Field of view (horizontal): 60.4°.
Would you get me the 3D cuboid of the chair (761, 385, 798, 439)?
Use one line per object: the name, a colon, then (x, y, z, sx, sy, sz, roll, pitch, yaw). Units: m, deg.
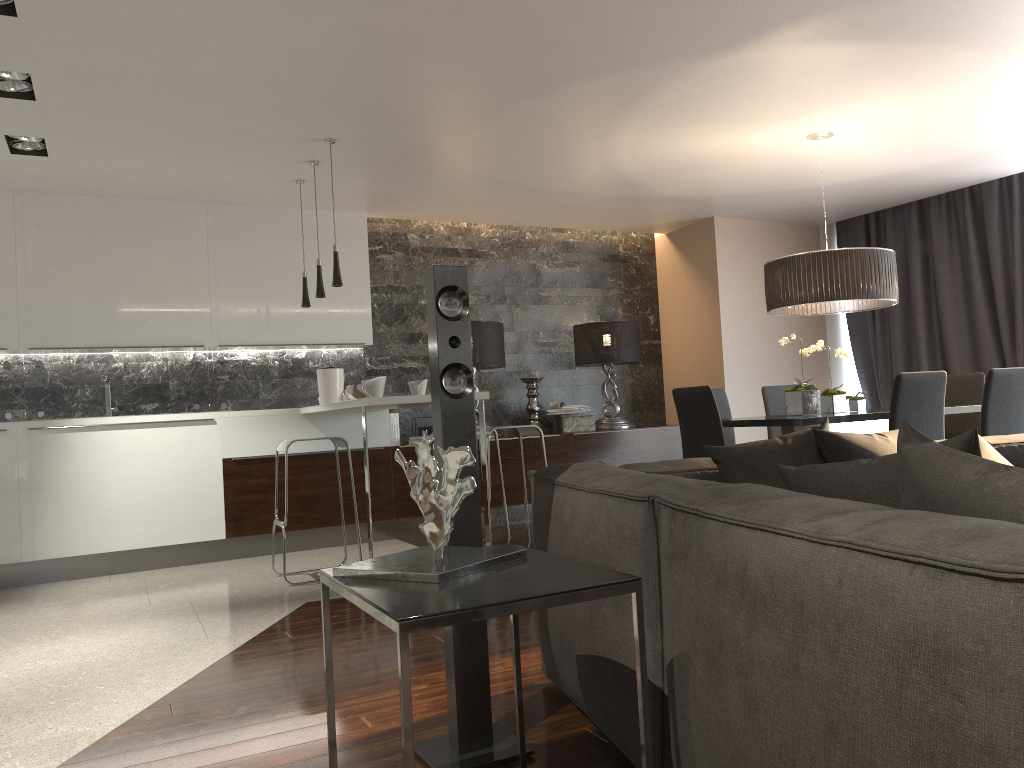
chair: (2.109, 0.478, 6.213, 0.447, 0.965, 0.546, -2, -2, -26)

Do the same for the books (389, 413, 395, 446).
books: (-0.932, 0.347, 6.694, 0.020, 0.244, 0.167, -2, -2, -25)

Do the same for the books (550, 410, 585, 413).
books: (0.484, 0.241, 7.630, 0.248, 0.011, 0.324, -4, -2, 11)

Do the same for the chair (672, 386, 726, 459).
chair: (1.277, 0.488, 5.054, 0.598, 0.965, 0.408, -2, -2, -27)

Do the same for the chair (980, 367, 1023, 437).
chair: (2.648, 0.406, 5.031, 0.447, 0.965, 0.546, -2, -2, -26)

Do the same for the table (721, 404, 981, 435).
table: (2.069, 0.557, 5.443, 1.676, 0.760, 0.993, -2, -2, -27)

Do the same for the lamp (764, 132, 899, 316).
lamp: (1.964, -1.020, 5.507, 0.809, 1.103, 0.799, -3, -2, -2)

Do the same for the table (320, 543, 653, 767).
table: (-0.074, 0.657, 1.741, 0.471, 0.563, 0.573, -2, -2, -26)

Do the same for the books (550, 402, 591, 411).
books: (0.505, 0.207, 7.684, 0.282, 0.109, 0.312, -3, -2, -16)

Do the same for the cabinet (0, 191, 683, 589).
cabinet: (-0.848, -0.163, 4.877, 7.240, 2.501, 4.245, -2, -2, -27)

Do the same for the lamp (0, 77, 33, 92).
lamp: (-2.329, -1.401, 4.089, 0.187, 0.077, 0.167, -1, -3, -43)

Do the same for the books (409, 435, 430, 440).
books: (-0.640, 0.406, 6.699, 0.157, 0.024, 0.240, -5, -3, 43)

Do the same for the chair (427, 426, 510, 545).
chair: (-0.311, 0.690, 5.832, 0.450, 0.800, 0.401, -2, -2, -27)

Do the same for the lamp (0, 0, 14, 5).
lamp: (-1.944, -1.452, 3.248, 0.187, 0.077, 0.167, -1, -3, -43)

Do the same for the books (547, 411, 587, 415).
books: (0.476, 0.252, 7.615, 0.244, 0.011, 0.329, -4, -2, 21)

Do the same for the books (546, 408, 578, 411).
books: (0.459, 0.221, 7.614, 0.246, 0.011, 0.327, -4, -2, 16)

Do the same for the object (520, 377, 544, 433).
object: (0.182, 0.187, 7.491, 0.201, 0.486, 0.215, -4, -2, 21)

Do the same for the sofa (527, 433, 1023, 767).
sofa: (1.526, 0.501, 2.090, 2.567, 0.704, 2.646, -3, -2, -16)

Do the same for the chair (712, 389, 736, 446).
chair: (1.462, 0.504, 5.866, 0.447, 0.965, 0.546, -2, -2, -26)

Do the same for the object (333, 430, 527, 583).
object: (-0.175, 0.241, 1.855, 0.270, 0.288, 0.299, -5, -2, 34)

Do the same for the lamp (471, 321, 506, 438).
lamp: (-0.343, -0.019, 7.191, 0.624, 0.934, 0.561, -2, -3, -36)

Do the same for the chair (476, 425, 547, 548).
chair: (-0.031, 0.653, 5.220, 0.450, 0.800, 0.401, -2, -2, -27)

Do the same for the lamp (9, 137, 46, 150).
lamp: (-2.711, -1.350, 4.928, 0.168, 0.077, 0.186, -5, -2, 35)

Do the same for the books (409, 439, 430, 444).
books: (-0.637, 0.435, 6.708, 0.170, 0.034, 0.256, -5, -3, 42)

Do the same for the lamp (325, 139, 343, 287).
lamp: (-1.018, -0.977, 5.029, 0.060, 0.845, 0.055, -2, -2, -27)

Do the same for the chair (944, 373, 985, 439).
chair: (2.856, 0.423, 5.875, 0.598, 0.965, 0.408, -2, -2, -27)

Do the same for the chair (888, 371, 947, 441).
chair: (2.002, 0.433, 4.685, 0.447, 0.965, 0.546, -2, -2, -26)

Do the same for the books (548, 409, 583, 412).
books: (0.467, 0.231, 7.619, 0.248, 0.011, 0.324, -4, -2, 11)

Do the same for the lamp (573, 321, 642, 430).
lamp: (0.867, -0.068, 7.842, 0.594, 0.934, 0.590, -3, -2, 0)

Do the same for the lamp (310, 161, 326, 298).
lamp: (-1.202, -0.953, 5.430, 0.060, 0.845, 0.055, -2, -2, -27)

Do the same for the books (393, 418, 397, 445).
books: (-0.911, 0.365, 6.706, 0.021, 0.205, 0.148, -2, -2, -25)

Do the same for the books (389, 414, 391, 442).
books: (-0.960, 0.349, 6.703, 0.025, 0.243, 0.167, -2, -2, -25)

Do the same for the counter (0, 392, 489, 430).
counter: (-2.513, 0.207, 4.915, 4.216, 0.041, 2.569, -2, -2, -27)

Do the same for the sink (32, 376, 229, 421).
sink: (-2.556, 0.201, 5.964, 1.206, 0.520, 0.486, -2, -2, -28)

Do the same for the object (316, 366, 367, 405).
object: (-1.257, 0.022, 6.674, 0.427, 0.298, 0.559, -3, -2, -14)

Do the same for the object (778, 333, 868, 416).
object: (1.920, -0.066, 5.478, 0.603, 0.501, 0.295, -2, -2, -31)

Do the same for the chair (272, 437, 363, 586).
chair: (-1.148, 0.714, 5.102, 0.450, 0.800, 0.401, -2, -2, -27)

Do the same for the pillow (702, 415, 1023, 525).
pillow: (0.943, 0.291, 2.366, 1.012, 0.431, 2.191, -4, -2, 27)

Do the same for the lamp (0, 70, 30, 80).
lamp: (-2.257, -1.410, 3.932, 0.185, 0.077, 0.169, -2, -2, -27)

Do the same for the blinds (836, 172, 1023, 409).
blinds: (5.046, -0.675, 5.508, 0.787, 2.894, 7.111, -2, -2, -33)

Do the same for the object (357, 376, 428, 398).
object: (-0.694, 0.020, 5.102, 0.458, 0.133, 0.179, -2, -2, -27)

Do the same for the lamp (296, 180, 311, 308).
lamp: (-1.385, -0.928, 5.831, 0.060, 0.845, 0.055, -2, -2, -27)

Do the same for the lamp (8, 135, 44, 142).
lamp: (-2.640, -1.360, 4.772, 0.167, 0.077, 0.186, -5, -3, 40)

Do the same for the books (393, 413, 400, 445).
books: (-0.899, 0.346, 6.736, 0.025, 0.243, 0.167, -2, -2, -25)
